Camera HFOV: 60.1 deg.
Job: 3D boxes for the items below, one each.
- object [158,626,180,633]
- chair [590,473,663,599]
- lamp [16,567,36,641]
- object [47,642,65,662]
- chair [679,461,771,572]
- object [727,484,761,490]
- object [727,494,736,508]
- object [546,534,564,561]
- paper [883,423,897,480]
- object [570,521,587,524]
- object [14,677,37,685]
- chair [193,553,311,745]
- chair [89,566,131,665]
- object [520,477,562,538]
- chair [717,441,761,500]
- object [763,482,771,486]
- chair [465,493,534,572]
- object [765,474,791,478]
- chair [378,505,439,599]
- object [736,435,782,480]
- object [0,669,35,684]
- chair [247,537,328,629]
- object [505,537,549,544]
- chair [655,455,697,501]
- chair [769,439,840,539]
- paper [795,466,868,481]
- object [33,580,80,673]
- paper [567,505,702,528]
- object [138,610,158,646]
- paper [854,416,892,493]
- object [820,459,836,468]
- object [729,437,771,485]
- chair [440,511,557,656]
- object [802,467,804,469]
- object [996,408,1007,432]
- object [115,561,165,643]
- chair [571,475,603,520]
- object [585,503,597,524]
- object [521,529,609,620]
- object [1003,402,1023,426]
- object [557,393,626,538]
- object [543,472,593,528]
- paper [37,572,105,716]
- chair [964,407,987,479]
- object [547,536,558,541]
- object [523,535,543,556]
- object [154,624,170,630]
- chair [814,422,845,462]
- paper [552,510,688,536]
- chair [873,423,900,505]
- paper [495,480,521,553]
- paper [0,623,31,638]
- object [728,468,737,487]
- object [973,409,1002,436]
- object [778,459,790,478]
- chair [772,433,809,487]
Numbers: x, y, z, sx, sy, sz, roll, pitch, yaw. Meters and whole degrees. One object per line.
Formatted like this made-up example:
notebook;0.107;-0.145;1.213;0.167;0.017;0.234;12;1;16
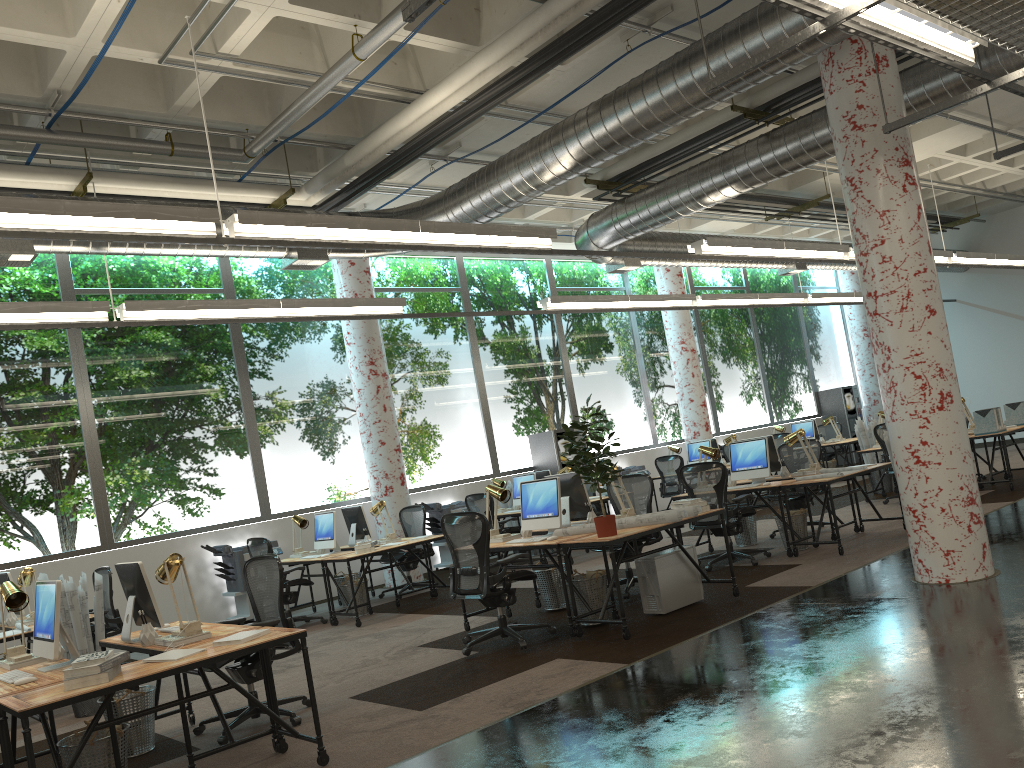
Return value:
object;-2.105;1.550;5.591;0.118;0.017;0.441;-6;-6;-41
chair;1.072;1.412;8.348;0.774;1.083;0.790;-12;-4;33
lamp;-4.327;1.949;7.939;0.208;0.609;0.530;-9;-3;-22
object;-2.704;1.525;5.220;0.101;0.209;0.101;-10;-3;4
chair;2.139;1.316;9.118;0.774;1.083;0.790;-12;-4;33
object;2.429;1.092;9.390;0.118;0.017;0.441;-6;-6;-41
object;2.269;2.040;13.880;3.398;0.436;0.368;-7;-4;-31
object;0.566;2.177;12.075;0.352;0.434;0.361;-7;-4;-45
paper;4.040;0.906;8.910;0.442;1.196;0.411;-11;-3;27
object;0.715;1.255;8.089;0.118;0.017;0.441;-6;-6;-41
object;-2.497;1.520;4.544;0.106;0.029;0.060;-6;-6;-40
chair;-1.748;1.707;5.850;0.774;1.083;0.790;-12;-4;33
chair;-4.172;2.382;8.730;0.774;1.083;0.790;-12;-4;33
object;0.263;1.039;7.428;0.189;0.484;0.486;-8;-4;-41
chair;3.994;1.582;15.845;0.774;1.083;0.790;-12;-4;33
object;2.633;1.028;9.138;0.106;0.029;0.060;-6;-6;-40
chair;-0.236;1.975;11.916;0.774;1.083;0.790;-12;-4;33
object;3.024;1.058;10.185;0.118;0.017;0.441;-6;-6;-41
chair;-1.335;2.104;11.202;0.774;1.083;0.790;-12;-4;33
object;2.801;0.850;10.067;0.189;0.484;0.486;-8;-4;-41
object;-2.700;1.584;4.796;0.118;0.017;0.441;-6;-6;-41
chair;-2.577;2.205;9.876;0.774;1.083;0.790;-12;-4;33
object;0.120;1.289;7.294;0.118;0.017;0.441;-6;-6;-41
chair;2.752;1.682;14.520;0.774;1.083;0.790;-12;-4;33
chair;3.381;1.216;10.444;0.774;1.083;0.790;-12;-4;33
paper;3.240;0.902;9.001;0.624;0.061;0.571;-5;-7;-43
object;-2.557;1.334;4.930;0.189;0.484;0.486;-8;-4;-41
paper;0.947;1.093;7.085;1.137;0.082;0.083;-11;-4;14
object;-2.133;1.422;5.174;0.101;0.209;0.101;-10;-3;4
paper;5.460;1.047;13.345;0.442;1.196;0.411;-11;-3;27
object;5.989;1.646;16.800;0.352;0.434;0.361;-7;-4;-45
object;2.572;0.842;9.524;0.189;0.484;0.486;-8;-4;-41
chair;-0.170;1.513;7.022;0.774;1.083;0.790;-12;-4;33
object;5.738;1.776;17.786;0.352;0.434;0.361;-7;-4;-45
object;6.127;0.474;11.331;0.150;0.301;0.282;-8;-4;-41
object;-2.328;1.342;5.473;0.189;0.484;0.486;-8;-4;-41
chair;1.006;1.875;13.242;0.774;1.083;0.790;-12;-4;33
object;0.687;1.127;7.671;0.101;0.209;0.101;-10;-3;4
object;0.438;1.518;7.446;0.853;0.931;0.104;-13;-4;44
object;6.774;0.411;11.895;0.150;0.301;0.282;-8;-4;-41
object;0.597;0.612;6.636;0.516;1.075;0.437;-12;-3;40
object;0.492;1.047;7.971;0.189;0.484;0.486;-8;-4;-41
paper;-3.513;2.073;7.196;0.442;1.196;0.411;-11;-3;27
chair;6.427;0.906;12.969;0.774;1.083;0.790;-12;-4;33
object;0.323;1.225;7.041;0.106;0.029;0.060;-6;-6;-40
object;0.313;2.308;13.063;0.353;0.434;0.370;-10;-3;-6
object;-2.310;1.601;5.844;0.106;0.029;0.060;-6;-6;-40
chair;6.429;1.343;17.967;0.774;1.083;0.790;-12;-4;33
paper;0.821;1.106;6.977;1.138;0.082;0.083;-12;-4;24
chair;5.185;1.006;11.643;0.774;1.083;0.790;-12;-4;33
paper;0.039;2.016;13.619;0.442;1.196;0.411;-11;-3;27
paper;-4.313;2.069;7.287;0.624;0.061;0.571;-5;-7;-43
object;2.425;1.034;9.814;0.101;0.209;0.101;-10;-3;4
object;6.016;0.485;11.234;0.150;0.301;0.282;-8;-4;-41
object;2.996;0.930;9.768;0.101;0.209;0.101;-10;-3;4
chair;5.187;1.444;16.641;0.774;1.083;0.790;-12;-4;33
